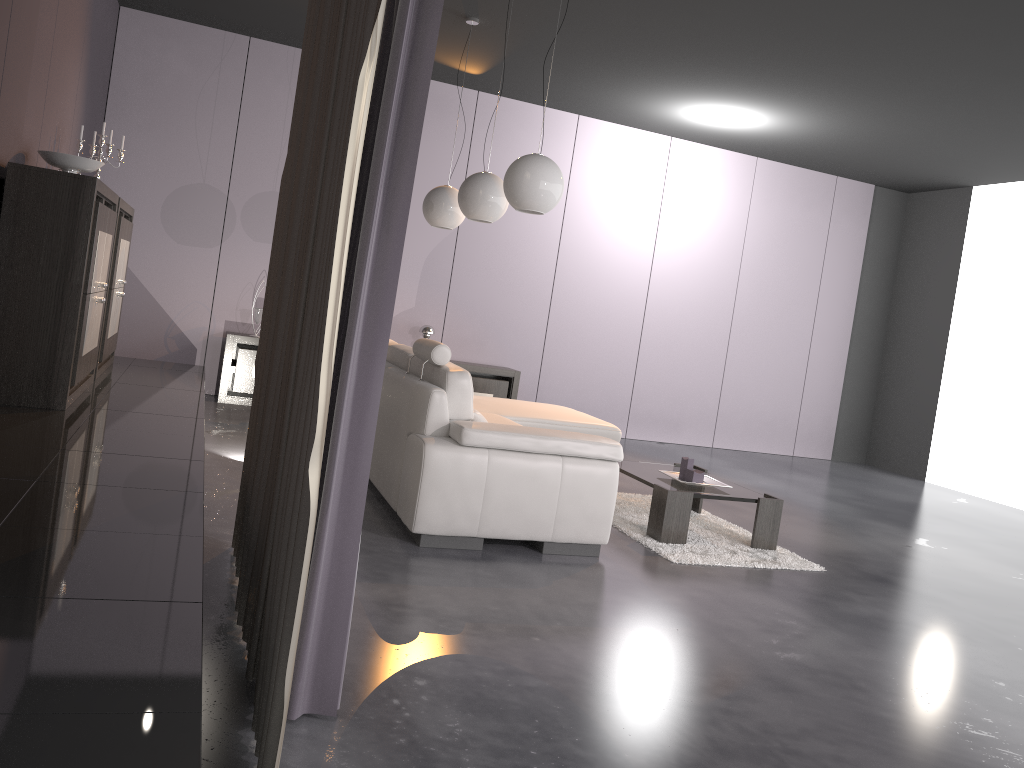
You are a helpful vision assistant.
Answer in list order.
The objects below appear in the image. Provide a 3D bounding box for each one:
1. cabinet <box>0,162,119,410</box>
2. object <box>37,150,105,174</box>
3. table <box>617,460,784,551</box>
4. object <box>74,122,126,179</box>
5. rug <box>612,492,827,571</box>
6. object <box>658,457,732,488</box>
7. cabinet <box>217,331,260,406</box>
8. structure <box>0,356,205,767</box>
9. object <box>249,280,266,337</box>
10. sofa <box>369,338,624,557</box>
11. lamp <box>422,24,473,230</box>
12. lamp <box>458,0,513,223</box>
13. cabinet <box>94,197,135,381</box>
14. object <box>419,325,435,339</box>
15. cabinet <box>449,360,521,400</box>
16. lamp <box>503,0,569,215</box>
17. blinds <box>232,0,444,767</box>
[{"bbox_3d":[-2.285,-0.491,4.494,0.411,1.073,1.076,8,3,-20],"label":"cabinet"},{"bbox_3d":[-2.228,-1.083,4.466,0.309,0.116,0.309,10,4,14],"label":"object"},{"bbox_3d":[0.944,0.654,4.993,0.699,0.270,0.909,7,4,-20],"label":"table"},{"bbox_3d":[-2.483,-1.353,5.331,0.229,0.445,0.230,8,2,-2],"label":"object"},{"bbox_3d":[0.919,0.790,4.980,0.914,0.023,1.533,7,5,-20],"label":"rug"},{"bbox_3d":[1.011,0.477,4.879,0.304,0.136,0.305,7,4,-15],"label":"object"},{"bbox_3d":[-1.869,-0.084,7.414,1.070,0.554,0.379,7,3,-20],"label":"cabinet"},{"bbox_3d":[-1.426,0.482,2.530,0.998,0.300,8.809,7,5,-20],"label":"structure"},{"bbox_3d":[-2.078,-0.623,7.296,0.123,0.465,0.108,8,2,-19],"label":"object"},{"bbox_3d":[0.029,0.202,5.360,1.864,0.857,2.874,7,4,-20],"label":"sofa"},{"bbox_3d":[-0.377,-1.773,6.077,0.306,1.413,0.308,8,2,-16],"label":"lamp"},{"bbox_3d":[-0.084,-1.665,5.239,0.306,1.413,0.308,8,2,-16],"label":"lamp"},{"bbox_3d":[-2.664,-0.632,5.592,0.411,1.073,1.076,8,3,-20],"label":"cabinet"},{"bbox_3d":[-0.760,-0.378,7.804,0.140,0.284,0.141,8,2,-20],"label":"object"},{"bbox_3d":[-0.518,0.081,7.895,1.070,0.554,0.379,7,3,-20],"label":"cabinet"},{"bbox_3d":[0.194,-1.562,4.433,0.308,1.413,0.306,10,2,38],"label":"lamp"},{"bbox_3d":[-0.383,-0.713,2.321,0.248,2.992,3.302,8,3,-19],"label":"blinds"}]
